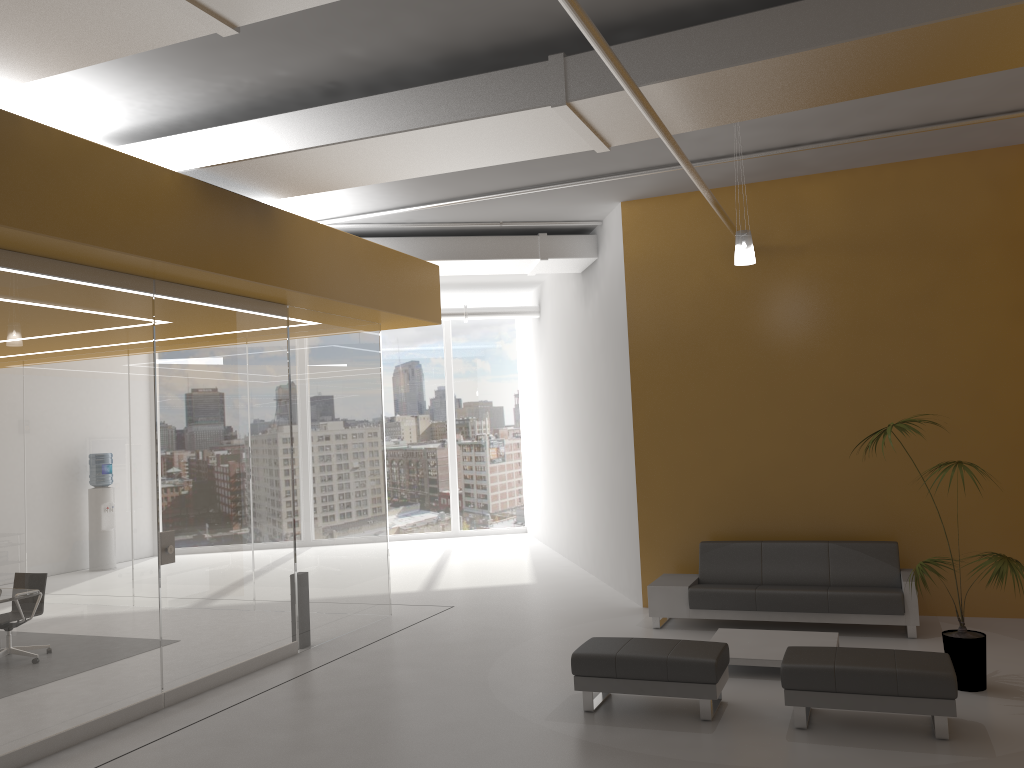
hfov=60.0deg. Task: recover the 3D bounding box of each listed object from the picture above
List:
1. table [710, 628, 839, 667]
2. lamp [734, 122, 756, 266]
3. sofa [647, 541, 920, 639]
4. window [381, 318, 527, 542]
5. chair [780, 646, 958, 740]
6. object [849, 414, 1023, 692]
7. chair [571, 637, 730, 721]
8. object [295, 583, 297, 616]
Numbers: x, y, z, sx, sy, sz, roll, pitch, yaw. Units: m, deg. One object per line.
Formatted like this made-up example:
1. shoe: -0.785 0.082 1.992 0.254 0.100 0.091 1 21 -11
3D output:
1. table: 2.115 2.191 7.218 1.000 0.150 1.000 -4 -4 22
2. lamp: 1.911 -1.611 7.413 0.174 1.227 0.174 -1 -4 -27
3. sofa: 2.571 1.941 8.538 2.400 0.761 0.860 -4 -4 22
4. window: -2.616 0.830 17.406 8.533 4.498 0.100 -2 -3 -8
5. chair: 2.279 1.956 5.685 1.012 0.423 0.575 -4 -4 22
6. object: 3.099 1.191 6.387 0.912 1.956 1.222 -1 -4 -28
7. chair: 0.982 2.048 6.227 1.012 0.423 0.575 -4 -4 22
8. object: -2.062 2.186 8.579 0.124 0.706 0.152 -4 -4 17
